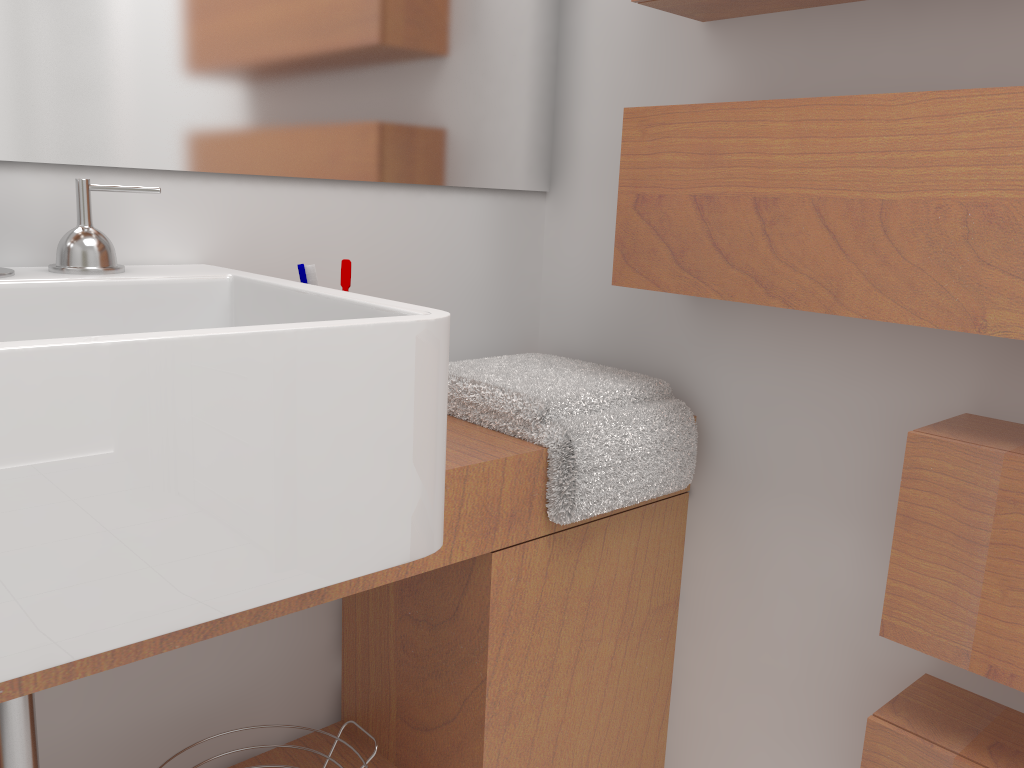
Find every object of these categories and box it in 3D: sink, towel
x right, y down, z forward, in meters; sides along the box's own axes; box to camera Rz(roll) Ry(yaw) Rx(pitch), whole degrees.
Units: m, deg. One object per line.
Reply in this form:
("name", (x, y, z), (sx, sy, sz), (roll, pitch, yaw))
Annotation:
("sink", (-0.473, 0.128, 0.807), (0.657, 0.673, 0.552), (-8, 16, -42))
("towel", (0.052, 0.064, 1.374), (0.272, 0.140, 0.359), (-8, 16, -42))

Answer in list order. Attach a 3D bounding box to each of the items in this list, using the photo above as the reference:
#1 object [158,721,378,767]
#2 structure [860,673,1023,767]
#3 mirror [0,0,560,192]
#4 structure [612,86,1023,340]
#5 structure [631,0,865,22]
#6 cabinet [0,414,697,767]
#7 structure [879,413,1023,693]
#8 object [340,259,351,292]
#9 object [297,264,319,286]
("object", (-0.328, 0.561, 1.141), (0.291, 0.126, 0.291), (4, 12, 5))
("structure", (0.617, 0.544, 0.981), (0.165, 0.245, 0.417), (-8, 16, -42))
("mirror", (-0.865, -0.641, 0.625), (2.600, 0.887, 0.022), (-8, 16, -42))
("structure", (0.500, -0.192, 0.994), (0.165, 0.245, 0.860), (-8, 16, -42))
("structure", (0.517, -0.565, 0.917), (0.165, 0.245, 0.860), (-8, 16, -42))
("cabinet", (-0.448, 0.455, 1.039), (1.635, 0.719, 0.355), (-8, 16, -42))
("structure", (0.633, 0.201, 0.910), (0.165, 0.245, 0.417), (-8, 16, -42))
("object", (-0.227, -0.051, 1.199), (0.016, 0.231, 0.052), (2, 12, -3))
("object", (-0.245, -0.042, 1.161), (0.070, 0.228, 0.016), (-1, 12, -17))
